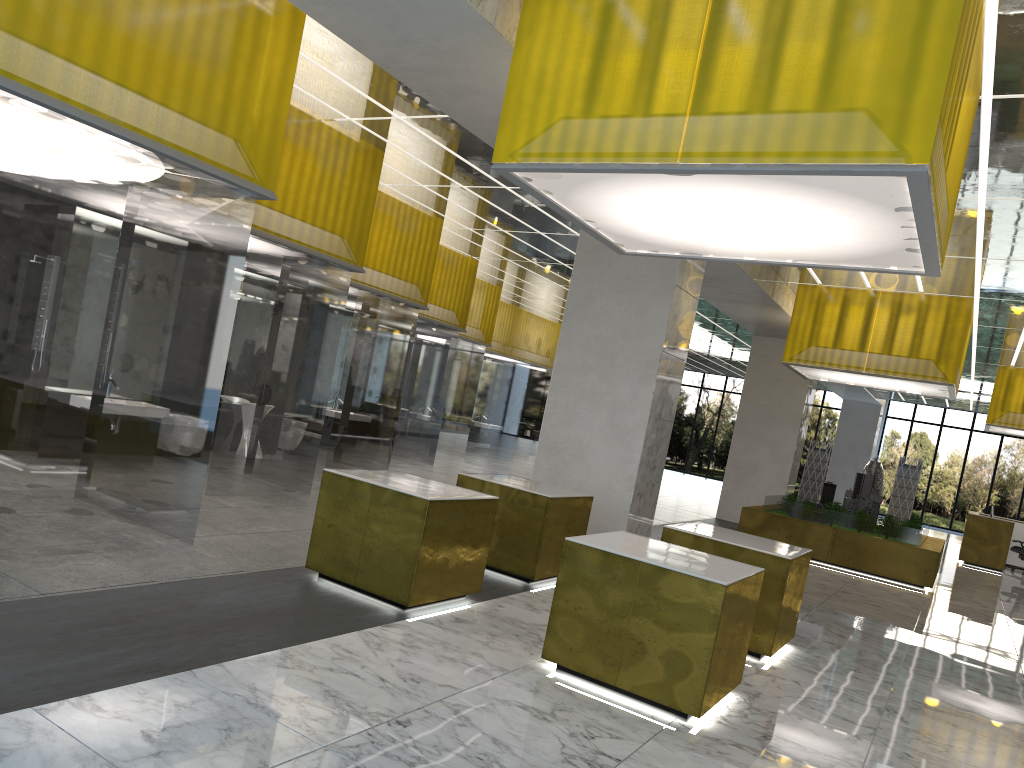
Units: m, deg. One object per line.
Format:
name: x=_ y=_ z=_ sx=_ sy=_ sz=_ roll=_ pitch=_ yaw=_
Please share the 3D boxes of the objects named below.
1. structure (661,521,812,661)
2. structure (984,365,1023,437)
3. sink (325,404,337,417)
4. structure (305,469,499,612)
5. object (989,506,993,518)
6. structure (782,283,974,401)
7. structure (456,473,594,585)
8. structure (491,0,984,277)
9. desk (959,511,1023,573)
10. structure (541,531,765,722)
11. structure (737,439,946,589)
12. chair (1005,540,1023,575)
structure: x=2.502 y=2.343 z=9.825 sx=1.435 sy=1.175 sz=1.370 roll=11 pitch=0 yaw=31
structure: x=16.202 y=0.495 z=25.327 sx=3.421 sy=2.273 sz=2.960 roll=11 pitch=0 yaw=31
sink: x=-4.601 y=0.779 z=23.480 sx=0.919 sy=1.055 sz=1.316 roll=12 pitch=0 yaw=30
structure: x=-1.160 y=1.629 z=9.086 sx=1.435 sy=1.175 sz=1.370 roll=11 pitch=0 yaw=31
object: x=14.732 y=4.091 z=25.979 sx=0.579 sy=0.669 sz=0.711 roll=12 pitch=1 yaw=31
structure: x=8.270 y=-1.146 z=19.104 sx=3.421 sy=2.273 sz=3.080 roll=11 pitch=0 yaw=31
structure: x=0.093 y=1.916 z=11.436 sx=1.435 sy=1.175 sz=1.370 roll=11 pitch=0 yaw=31
structure: x=2.165 y=-2.544 z=7.657 sx=3.421 sy=2.273 sz=3.079 roll=11 pitch=0 yaw=31
desk: x=15.359 y=4.932 z=25.471 sx=3.382 sy=1.510 sz=3.306 roll=11 pitch=-1 yaw=31
structure: x=1.246 y=2.055 z=7.469 sx=1.435 sy=1.175 sz=1.370 roll=11 pitch=0 yaw=31
structure: x=8.128 y=2.806 z=20.291 sx=4.069 sy=2.575 sz=4.887 roll=11 pitch=0 yaw=31
chair: x=15.408 y=4.932 z=25.275 sx=0.982 sy=1.497 sz=1.178 roll=10 pitch=1 yaw=-35
